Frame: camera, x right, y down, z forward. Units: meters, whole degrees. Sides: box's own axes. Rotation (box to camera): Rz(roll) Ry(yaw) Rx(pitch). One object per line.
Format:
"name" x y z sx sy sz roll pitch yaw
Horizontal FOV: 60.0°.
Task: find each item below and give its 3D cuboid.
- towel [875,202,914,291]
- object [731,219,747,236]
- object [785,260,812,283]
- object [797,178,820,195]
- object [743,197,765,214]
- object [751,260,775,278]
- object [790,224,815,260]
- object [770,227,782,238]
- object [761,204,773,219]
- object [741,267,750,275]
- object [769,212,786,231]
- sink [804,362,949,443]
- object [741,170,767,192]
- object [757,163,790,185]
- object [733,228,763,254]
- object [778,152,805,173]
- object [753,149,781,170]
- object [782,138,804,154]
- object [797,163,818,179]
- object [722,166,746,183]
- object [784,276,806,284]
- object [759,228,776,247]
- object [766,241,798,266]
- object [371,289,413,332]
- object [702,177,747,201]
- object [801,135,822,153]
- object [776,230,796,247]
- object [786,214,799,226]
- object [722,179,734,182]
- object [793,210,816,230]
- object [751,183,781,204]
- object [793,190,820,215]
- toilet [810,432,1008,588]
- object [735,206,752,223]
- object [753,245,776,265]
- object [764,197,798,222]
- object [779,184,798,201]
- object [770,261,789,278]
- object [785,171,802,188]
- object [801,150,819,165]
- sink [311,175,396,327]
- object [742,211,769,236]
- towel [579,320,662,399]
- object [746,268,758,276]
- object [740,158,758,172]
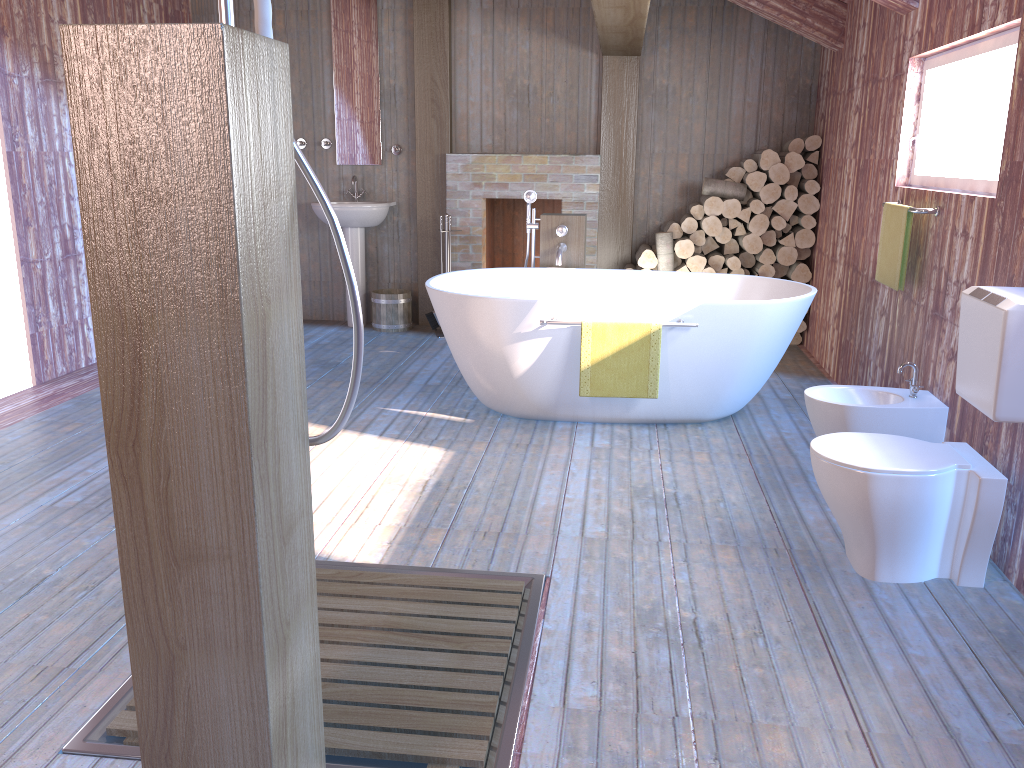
"towel" 1.699 -0.617 3.948 0.032 0.361 0.370 2 15 7
"object" 1.608 -1.109 6.278 0.085 0.096 0.280 2 15 8
"object" 2.014 -0.818 6.319 0.139 0.137 0.455 2 15 5
"object" 2.042 -1.377 6.150 0.102 0.109 0.438 2 15 7
"object" 1.692 -1.260 6.221 0.102 0.109 0.438 2 15 7
"object" 1.781 -0.812 6.298 0.116 0.117 0.289 2 15 5
"object" 2.025 -0.995 6.261 0.137 0.256 0.439 2 15 7
"object" 1.852 -1.067 6.240 0.065 0.069 0.177 2 15 6
"object" 1.764 -1.206 6.207 0.095 0.090 0.278 3 15 8
"object" 1.662 -0.800 6.331 0.054 0.056 0.146 2 15 7
"object" 1.841 -1.150 6.232 0.102 0.109 0.438 2 15 7
"sink" 1.444 0.159 3.599 0.515 0.517 0.335 2 15 8
"object" 1.677 -1.428 6.202 0.139 0.148 0.458 2 15 7
"object" 1.813 -1.464 6.158 0.141 0.143 0.437 2 15 5
"object" 1.670 -1.016 6.290 0.141 0.143 0.437 2 15 5
"object" 1.923 -1.538 6.146 0.133 0.142 0.456 3 15 8
"object" 1.764 -1.559 6.158 0.135 0.139 0.456 3 15 8
"object" 1.944 -1.636 6.133 0.104 0.121 0.270 3 15 8
"object" 2.045 -1.479 6.162 0.107 0.115 0.269 3 15 8
"object" 1.569 -1.479 6.284 0.140 0.121 0.319 3 15 8
"object" 2.033 -0.722 6.377 0.114 0.113 0.301 2 15 5
"object" 1.783 -1.044 6.254 0.111 0.118 0.302 2 15 6
"object" 1.910 -0.930 6.290 0.137 0.133 0.437 2 15 5
"object" -0.914 -0.560 6.747 0.309 0.290 0.308 5 15 17
"object" 1.465 -1.346 6.125 0.302 0.157 0.121 2 15 8
"object" 2.051 -1.655 6.116 0.112 0.113 0.271 2 15 7
"object" 1.910 -1.041 6.253 0.115 0.112 0.423 2 15 7
"object" 1.980 -1.166 6.259 0.088 0.092 0.280 2 15 8
"object" 1.515 -1.398 6.311 0.113 0.130 0.291 3 15 8
"object" 2.036 -1.153 6.209 0.102 0.109 0.438 2 15 7
"object" 1.772 -1.333 6.196 0.143 0.151 0.440 2 15 7
"object" 2.028 -1.269 6.184 0.147 0.152 0.439 2 15 7
"toilet" 1.227 0.406 2.874 0.534 0.400 0.375 2 15 8
"object" 1.603 -1.194 6.249 0.109 0.124 0.424 2 15 6
"object" 1.781 -0.918 6.276 0.114 0.113 0.301 2 15 5
"object" 1.881 -1.235 6.237 0.172 0.151 0.482 3 15 8
"object" 1.910 -1.339 6.175 0.089 0.106 0.437 3 15 8
"object" 1.909 -0.840 6.409 0.118 0.106 0.319 2 15 5
"object" 1.945 -1.445 6.250 0.132 0.119 0.319 3 15 8
"object" 2.056 -1.575 6.152 0.081 0.100 0.281 2 15 7
"sink" -1.206 -0.987 6.700 0.582 1.143 0.475 2 15 6
"object" 1.714 -1.135 6.254 0.136 0.157 0.439 2 15 8
"towel" 0.500 -0.113 4.107 0.370 0.361 0.032 1 14 3
"object" 1.693 -0.769 6.348 0.115 0.112 0.423 2 15 7
"object" 1.642 -1.517 6.154 0.094 0.097 0.227 2 15 8
